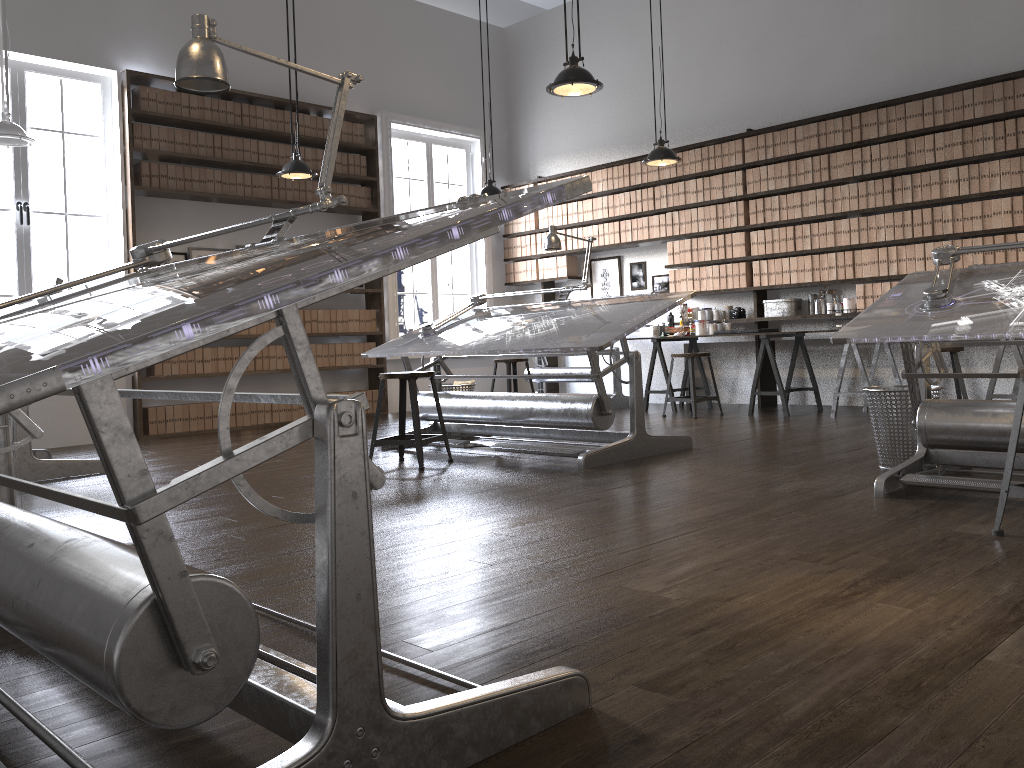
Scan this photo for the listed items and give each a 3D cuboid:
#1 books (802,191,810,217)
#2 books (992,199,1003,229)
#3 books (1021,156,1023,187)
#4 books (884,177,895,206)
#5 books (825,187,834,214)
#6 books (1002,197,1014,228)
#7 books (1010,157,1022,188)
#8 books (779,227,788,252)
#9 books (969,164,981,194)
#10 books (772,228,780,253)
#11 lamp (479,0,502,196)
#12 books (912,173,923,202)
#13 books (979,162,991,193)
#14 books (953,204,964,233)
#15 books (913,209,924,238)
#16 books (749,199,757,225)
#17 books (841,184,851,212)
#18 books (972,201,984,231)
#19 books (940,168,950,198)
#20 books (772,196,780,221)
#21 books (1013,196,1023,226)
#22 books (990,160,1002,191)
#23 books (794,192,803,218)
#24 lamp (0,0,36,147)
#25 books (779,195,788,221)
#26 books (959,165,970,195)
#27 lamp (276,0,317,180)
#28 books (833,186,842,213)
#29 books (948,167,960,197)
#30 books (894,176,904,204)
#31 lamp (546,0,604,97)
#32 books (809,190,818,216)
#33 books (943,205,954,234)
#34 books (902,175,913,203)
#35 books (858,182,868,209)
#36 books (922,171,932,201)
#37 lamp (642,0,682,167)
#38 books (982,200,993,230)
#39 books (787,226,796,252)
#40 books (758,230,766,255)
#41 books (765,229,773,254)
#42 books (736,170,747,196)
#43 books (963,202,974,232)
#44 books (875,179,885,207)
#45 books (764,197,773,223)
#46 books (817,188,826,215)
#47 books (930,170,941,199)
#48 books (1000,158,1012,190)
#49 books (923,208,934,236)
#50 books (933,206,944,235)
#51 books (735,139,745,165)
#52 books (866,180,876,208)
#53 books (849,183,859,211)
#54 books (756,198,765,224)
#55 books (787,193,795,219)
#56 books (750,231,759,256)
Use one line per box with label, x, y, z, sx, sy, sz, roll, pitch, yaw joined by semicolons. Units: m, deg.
books;2.528;-1.511;7.497;0.175;0.225;0.066;-3;0;-44
books;3.562;-1.228;6.450;0.175;0.225;0.066;-3;0;-44
books;3.691;-1.504;6.311;0.175;0.225;0.066;-3;0;-44
books;3.010;-1.508;7.000;0.175;0.226;0.067;-3;0;-44
books;2.672;-1.510;7.351;0.175;0.226;0.066;-3;0;-44
books;3.607;-1.227;6.402;0.175;0.226;0.067;-3;0;-44
books;3.644;-1.504;6.353;0.175;0.226;0.067;-3;0;-44
books;2.385;-1.235;7.654;0.175;0.225;0.066;-3;0;-44
books;3.453;-1.506;6.556;0.175;0.226;0.066;-3;0;-44
books;2.337;-1.235;7.699;0.175;0.225;0.066;-3;0;-44
lamp;-0.244;-2.856;8.295;0.310;2.253;0.313;-2;0;25
books;3.166;-1.507;6.849;0.174;0.226;0.066;-3;0;-44
books;3.503;-1.505;6.507;0.174;0.226;0.066;-3;0;-44
books;3.376;-1.229;6.644;0.174;0.226;0.066;-3;0;-44
books;3.173;-1.230;6.851;0.175;0.225;0.066;-3;0;-44
books;2.181;-1.513;7.852;0.175;0.225;0.066;-3;0;-44
books;2.768;-1.509;7.250;0.174;0.226;0.066;-3;0;-44
books;3.469;-1.228;6.541;0.175;0.226;0.067;-3;0;-44
books;3.308;-1.506;6.702;0.175;0.225;0.066;-3;0;-44
books;2.332;-1.512;7.692;0.174;0.226;0.066;-3;0;-44
books;3.659;-1.227;6.354;0.175;0.226;0.066;-3;0;-44
books;3.549;-1.505;6.455;0.174;0.226;0.066;-3;0;-44
books;2.478;-1.511;7.541;0.175;0.226;0.067;-3;0;-44
lamp;-3.145;-2.612;5.442;0.310;2.253;0.313;-2;0;25
books;2.385;-1.512;7.644;0.174;0.226;0.066;-3;0;-44
books;3.401;-1.506;6.603;0.175;0.226;0.067;-3;0;-44
lamp;-1.711;-2.733;6.858;0.310;2.253;0.313;-2;0;25
books;2.722;-1.510;7.302;0.174;0.226;0.066;-3;0;-44
books;3.351;-1.506;6.656;0.175;0.225;0.066;-3;0;-44
books;3.067;-1.508;6.951;0.175;0.226;0.066;-3;0;-44
lamp;0.295;-2.722;4.815;0.313;2.253;0.310;-2;0;-24
books;2.570;-1.510;7.451;0.175;0.225;0.066;-3;0;-44
books;3.324;-1.229;6.691;0.174;0.226;0.066;-3;0;-44
books;3.113;-1.507;6.897;0.174;0.226;0.066;-3;0;-44
books;2.867;-1.508;7.144;0.175;0.226;0.067;-3;0;-44
books;3.215;-1.507;6.798;0.175;0.226;0.066;-3;0;-44
lamp;1.123;-2.849;6.909;0.310;2.253;0.313;-2;0;25
books;3.519;-1.228;6.496;0.175;0.225;0.066;-3;0;-44
books;2.433;-1.234;7.597;0.175;0.226;0.067;-3;0;-44
books;2.239;-1.235;7.793;0.175;0.226;0.066;-3;0;-44
books;2.290;-1.235;7.741;0.175;0.226;0.067;-3;0;-44
books;2.085;-1.788;7.933;0.175;0.226;0.067;-3;0;-44
books;3.426;-1.229;6.593;0.175;0.226;0.066;-3;0;-44
books;2.962;-1.508;7.057;0.175;0.225;0.066;-3;0;-44
books;2.286;-1.512;7.746;0.175;0.226;0.066;-3;0;-44
books;2.620;-1.510;7.398;0.175;0.226;0.067;-3;0;-44
books;3.258;-1.506;6.746;0.175;0.226;0.067;-3;0;-44
books;3.597;-1.504;6.401;0.175;0.226;0.066;-3;0;-44
books;3.221;-1.230;6.795;0.175;0.226;0.067;-3;0;-44
books;3.277;-1.230;6.745;0.175;0.226;0.066;-3;0;-44
books;2.078;-2.065;7.929;0.175;0.226;0.066;-3;0;-44
books;2.915;-1.509;7.102;0.175;0.225;0.066;-3;0;-44
books;2.817;-1.509;7.196;0.175;0.226;0.066;-3;0;-44
books;2.229;-1.512;7.795;0.175;0.226;0.067;-3;0;-44
books;2.434;-1.511;7.594;0.175;0.226;0.066;-3;0;-44
books;2.191;-1.236;7.847;0.174;0.226;0.066;-3;0;-44
